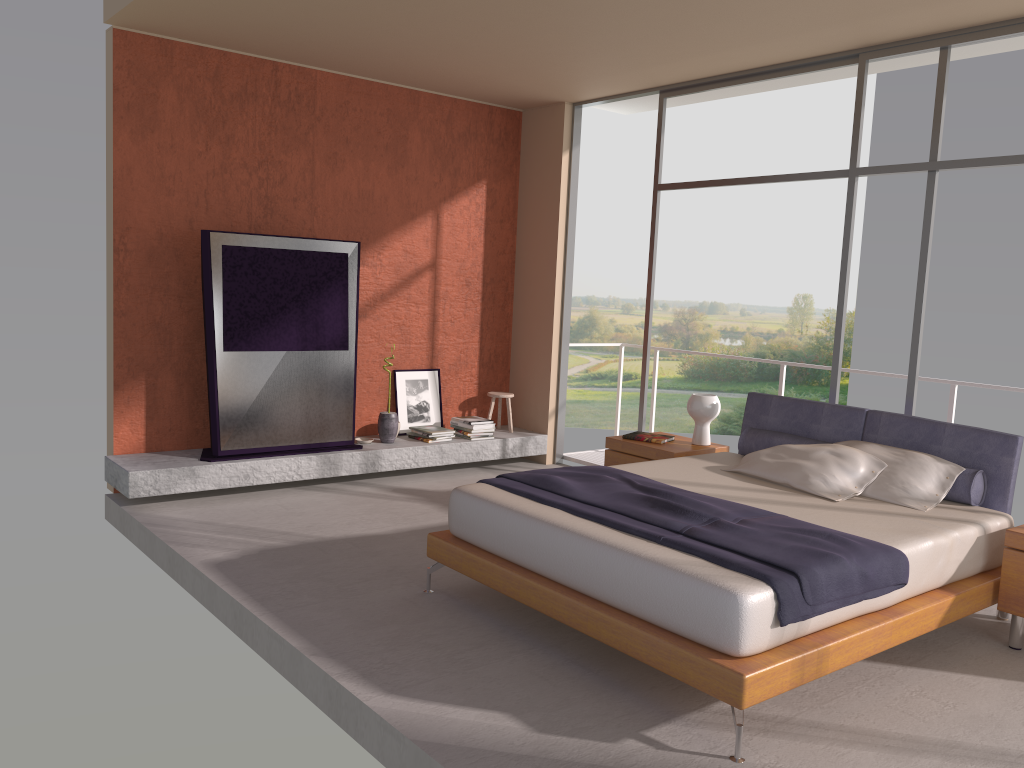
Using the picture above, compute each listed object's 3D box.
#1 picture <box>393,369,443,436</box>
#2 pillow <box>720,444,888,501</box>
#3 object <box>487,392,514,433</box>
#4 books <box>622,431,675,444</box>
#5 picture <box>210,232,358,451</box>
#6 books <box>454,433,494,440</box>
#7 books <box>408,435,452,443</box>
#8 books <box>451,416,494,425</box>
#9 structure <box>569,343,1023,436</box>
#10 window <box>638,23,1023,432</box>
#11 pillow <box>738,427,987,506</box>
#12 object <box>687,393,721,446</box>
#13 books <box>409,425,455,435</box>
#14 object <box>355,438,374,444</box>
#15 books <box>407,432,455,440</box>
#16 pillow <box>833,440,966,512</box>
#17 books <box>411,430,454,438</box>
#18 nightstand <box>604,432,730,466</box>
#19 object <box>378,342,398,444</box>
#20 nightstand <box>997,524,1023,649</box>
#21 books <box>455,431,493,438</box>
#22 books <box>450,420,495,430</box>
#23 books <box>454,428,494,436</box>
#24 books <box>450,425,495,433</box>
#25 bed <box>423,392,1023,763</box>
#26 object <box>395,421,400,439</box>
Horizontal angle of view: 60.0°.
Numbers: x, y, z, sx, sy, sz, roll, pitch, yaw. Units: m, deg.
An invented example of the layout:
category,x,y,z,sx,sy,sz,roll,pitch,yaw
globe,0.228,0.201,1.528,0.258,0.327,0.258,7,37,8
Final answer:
category,x,y,z,sx,sy,sz,roll,pitch,yaw
picture,-0.800,0.151,7.623,0.458,0.550,0.117,-2,8,-38
pillow,1.601,0.456,4.942,0.431,0.264,0.869,-1,7,-31
object,-0.097,0.255,7.976,0.260,0.349,0.257,5,7,20
books,0.947,0.371,6.137,0.287,0.025,0.247,7,7,32
picture,-1.622,-0.304,6.429,1.129,1.496,0.126,-2,8,-38
books,-0.341,0.444,7.630,0.247,0.018,0.328,-2,8,-37
books,-0.681,0.449,7.394,0.247,0.025,0.287,-3,9,-42
books,-0.339,0.313,7.620,0.247,0.025,0.287,-2,8,-39
structure,3.116,0.571,5.243,0.728,1.005,7.689,-2,8,-38
window,2.970,-0.370,4.734,0.075,3.133,6.106,-2,8,-38
pillow,1.956,0.453,5.115,0.205,0.201,1.470,-2,8,-38
object,1.294,0.241,6.016,0.224,0.338,0.224,0,7,-27
books,-0.665,0.383,7.395,0.247,0.018,0.328,-3,8,-41
object,-1.181,0.461,7.086,0.152,0.040,0.152,2,6,-4
books,-0.675,0.425,7.406,0.328,0.018,0.247,7,8,36
pillow,1.968,0.482,4.778,0.400,0.265,0.791,-2,8,-36
books,-0.662,0.405,7.394,0.247,0.025,0.287,-2,8,-36
nightstand,1.051,0.671,6.121,0.562,0.556,0.628,-2,8,-38
object,-0.986,0.072,7.111,0.165,0.810,0.165,1,7,-15
nightstand,2.690,0.978,4.073,0.562,0.556,0.628,-2,8,-38
books,-0.344,0.425,7.632,0.247,0.018,0.287,-2,8,-39
books,-0.336,0.345,7.619,0.247,0.038,0.319,-3,8,-41
books,-0.330,0.407,7.609,0.247,0.025,0.287,-1,7,-28
books,-0.338,0.378,7.622,0.247,0.027,0.328,-2,8,-37
bed,1.131,0.661,4.504,2.462,0.959,2.017,-2,8,-38
object,-1.017,0.382,7.352,0.179,0.137,0.180,0,7,-26
